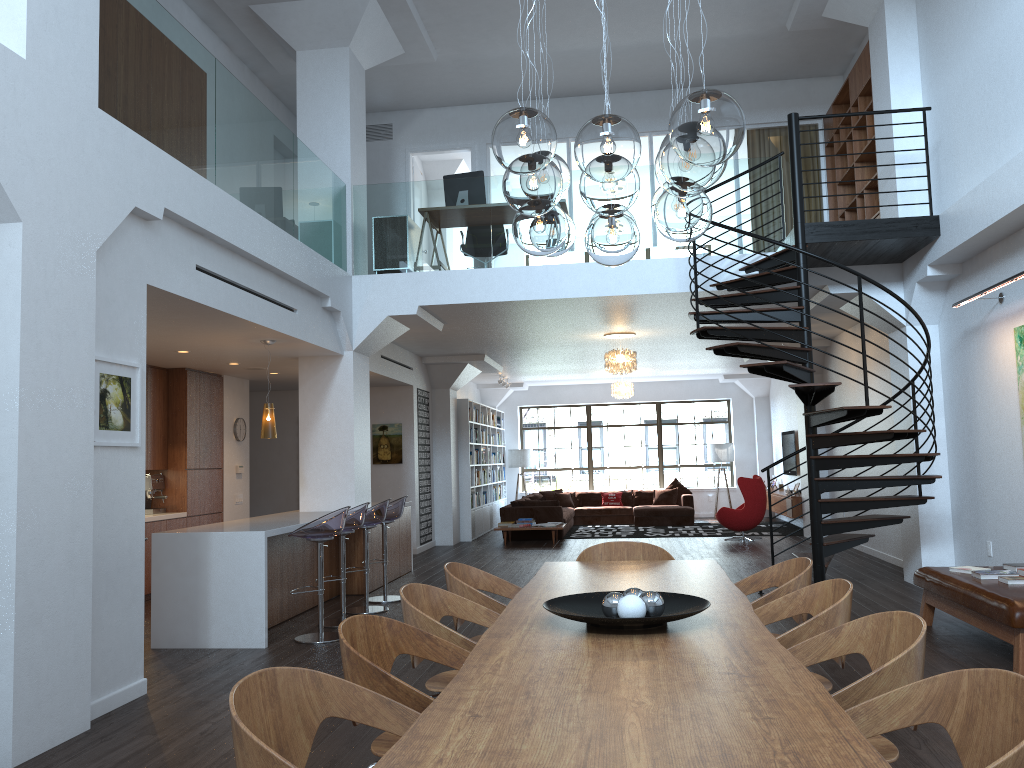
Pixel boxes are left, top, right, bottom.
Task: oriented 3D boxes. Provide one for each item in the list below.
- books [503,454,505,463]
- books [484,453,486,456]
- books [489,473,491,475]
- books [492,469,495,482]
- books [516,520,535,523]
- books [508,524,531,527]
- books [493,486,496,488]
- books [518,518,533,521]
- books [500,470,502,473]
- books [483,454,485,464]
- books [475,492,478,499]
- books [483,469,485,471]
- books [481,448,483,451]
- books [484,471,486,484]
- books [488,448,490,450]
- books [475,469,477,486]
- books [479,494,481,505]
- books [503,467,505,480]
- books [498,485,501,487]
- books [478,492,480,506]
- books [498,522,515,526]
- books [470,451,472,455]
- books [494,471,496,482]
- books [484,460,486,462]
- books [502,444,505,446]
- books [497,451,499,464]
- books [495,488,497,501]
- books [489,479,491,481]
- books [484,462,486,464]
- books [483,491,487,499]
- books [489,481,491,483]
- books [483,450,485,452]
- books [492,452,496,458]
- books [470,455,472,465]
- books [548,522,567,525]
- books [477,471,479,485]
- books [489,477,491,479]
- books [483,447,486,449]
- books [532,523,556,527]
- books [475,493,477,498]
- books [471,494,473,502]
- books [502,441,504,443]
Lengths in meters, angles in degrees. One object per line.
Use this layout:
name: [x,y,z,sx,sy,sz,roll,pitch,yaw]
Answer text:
books: [-0.263,1.631,19.404,0.182,0.215,0.188,-2,-5,7]
books: [-0.605,1.348,16.947,0.183,0.042,0.253,-2,-5,7]
books: [-0.547,1.765,17.361,0.253,0.040,0.183,-2,-5,7]
books: [-0.456,1.842,17.897,0.197,0.290,0.136,-2,-5,7]
books: [0.230,2.282,14.740,0.279,0.035,0.191,-3,-5,17]
books: [0.113,2.288,14.343,0.236,0.035,0.340,-5,-6,32]
books: [-0.411,2.236,18.092,0.176,0.290,0.036,-2,-5,7]
books: [0.233,2.251,14.740,0.224,0.027,0.157,-3,-5,12]
books: [-0.313,1.961,18.961,0.168,0.228,0.139,-2,-5,7]
books: [-0.608,1.412,16.732,0.161,0.207,0.135,-2,-5,7]
books: [-0.697,2.072,15.924,0.180,0.259,0.042,-2,-5,7]
books: [-0.597,1.747,16.768,0.176,0.290,0.036,-2,-5,7]
books: [-0.643,1.226,16.567,0.174,0.045,0.240,-2,-5,7]
books: [-0.592,1.762,16.731,0.183,0.253,0.034,-2,-5,7]
books: [-0.557,1.268,17.307,0.224,0.030,0.161,-3,-5,17]
books: [-0.720,1.672,15.864,0.176,0.290,0.053,-2,-5,7]
books: [-0.669,2.098,16.097,0.174,0.236,0.142,-2,-5,7]
books: [-0.245,1.969,19.439,0.176,0.290,0.053,-2,-5,7]
books: [-0.309,2.287,18.756,0.140,0.298,0.044,-2,-5,7]
books: [-0.680,2.082,16.008,0.183,0.253,0.042,-2,-5,7]
books: [-0.088,2.321,14.714,0.241,0.045,0.334,-2,-5,9]
books: [-0.764,1.296,15.482,0.140,0.231,0.042,-2,-5,7]
books: [-0.427,1.877,18.042,0.174,0.242,0.105,-2,-5,7]
books: [-0.599,1.474,16.930,0.160,0.039,0.251,-3,-5,12]
books: [-0.320,1.334,19.320,0.284,0.035,0.197,-5,-6,37]
books: [-0.377,1.546,18.613,0.183,0.253,0.042,-2,-5,7]
books: [-0.406,2.252,18.055,0.183,0.253,0.034,-2,-5,7]
books: [-0.550,1.886,17.349,0.251,0.037,0.160,-3,-5,12]
books: [-0.595,1.513,16.929,0.171,0.039,0.246,-2,-5,7]
books: [-0.552,2.173,16.981,0.140,0.231,0.042,-2,-5,7]
books: [-0.547,1.923,17.343,0.246,0.038,0.171,-2,-5,7]
books: [-0.624,1.287,16.985,0.223,0.027,0.161,-1,-5,-3]
books: [-0.405,1.527,18.259,0.140,0.231,0.042,-2,-5,7]
books: [-0.764,1.321,15.393,0.120,0.167,0.020,-2,-5,7]
books: [0.708,2.294,14.605,0.256,0.035,0.350,-5,-6,32]
books: [-0.689,1.707,16.068,0.183,0.253,0.034,-2,-5,7]
books: [-0.552,1.850,17.377,0.259,0.040,0.180,-2,-5,7]
books: [-0.599,1.226,16.975,0.129,0.043,0.185,-4,-5,22]
books: [0.511,2.270,14.284,0.231,0.040,0.342,3,-7,-43]
books: [-0.715,2.061,15.773,0.183,0.253,0.042,-2,-5,7]
books: [-0.772,2.026,15.336,0.183,0.253,0.042,-2,-5,7]
books: [-0.320,1.266,19.320,0.254,0.032,0.174,-6,-7,42]
